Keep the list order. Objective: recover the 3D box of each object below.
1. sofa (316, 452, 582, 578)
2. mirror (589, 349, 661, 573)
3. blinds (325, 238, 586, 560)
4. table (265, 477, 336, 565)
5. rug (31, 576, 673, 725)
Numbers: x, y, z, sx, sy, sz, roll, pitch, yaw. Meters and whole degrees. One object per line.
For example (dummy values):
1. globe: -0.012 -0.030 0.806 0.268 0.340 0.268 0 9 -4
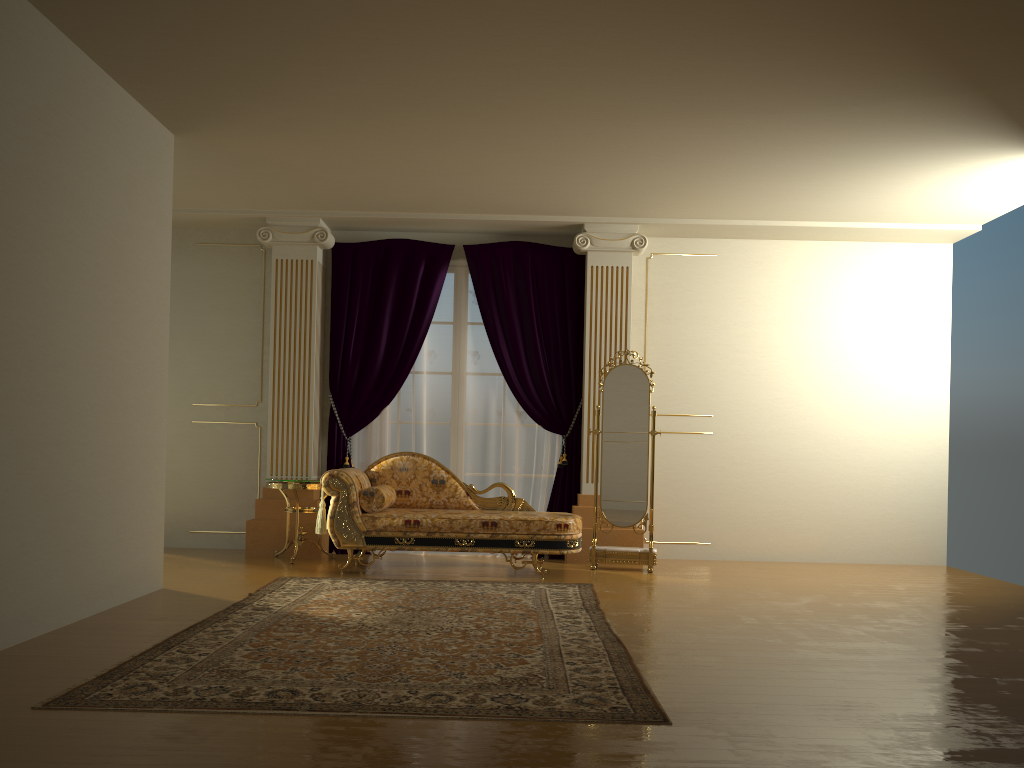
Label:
1. sofa: -0.429 0.939 6.492 1.893 0.870 0.695 1 -2 0
2. mirror: 0.864 0.577 6.787 0.541 1.698 0.243 1 0 10
3. blinds: -0.471 0.127 7.463 2.235 2.650 0.339 1 0 1
4. table: -1.637 1.060 6.899 0.572 0.642 0.571 3 -3 -45
5. rug: -0.520 1.206 4.450 2.117 0.017 3.087 1 -4 0
